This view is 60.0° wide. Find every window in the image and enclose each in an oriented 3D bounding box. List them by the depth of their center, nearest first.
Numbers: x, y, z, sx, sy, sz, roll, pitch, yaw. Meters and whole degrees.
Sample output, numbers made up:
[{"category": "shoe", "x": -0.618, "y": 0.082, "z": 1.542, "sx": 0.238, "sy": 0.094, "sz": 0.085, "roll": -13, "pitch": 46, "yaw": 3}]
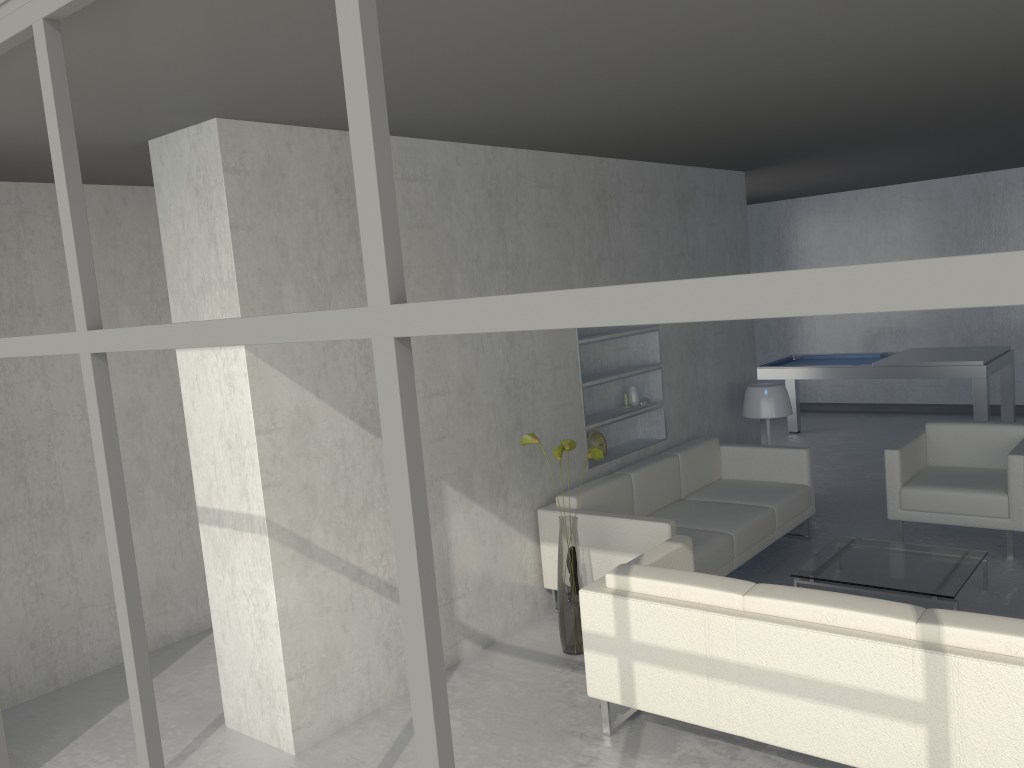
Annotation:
[{"category": "window", "x": -0.910, "y": 0.406, "z": 2.040, "sx": 4.080, "sy": 2.477, "sz": 0.037, "roll": 0, "pitch": 8, "yaw": 39}]

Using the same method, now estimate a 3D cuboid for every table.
[{"category": "table", "x": 1.964, "y": 1.019, "z": 4.597, "sx": 0.773, "sy": 0.190, "sz": 0.730, "roll": 0, "pitch": 8, "yaw": 39}, {"category": "table", "x": 3.366, "y": 0.152, "z": 8.219, "sx": 2.095, "sy": 0.835, "sz": 1.180, "roll": 0, "pitch": 8, "yaw": 39}]

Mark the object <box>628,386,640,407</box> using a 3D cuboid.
[{"category": "object", "x": 0.791, "y": 0.079, "z": 5.780, "sx": 0.079, "sy": 0.130, "sz": 0.079, "roll": -1, "pitch": 8, "yaw": 37}]

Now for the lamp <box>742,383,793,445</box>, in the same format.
[{"category": "lamp", "x": 1.833, "y": 0.295, "z": 6.347, "sx": 0.347, "sy": 0.582, "sz": 0.347, "roll": -4, "pitch": 6, "yaw": 8}]

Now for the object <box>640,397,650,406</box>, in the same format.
[{"category": "object", "x": 0.867, "y": 0.112, "z": 5.784, "sx": 0.064, "sy": 0.050, "sz": 0.064, "roll": 1, "pitch": 9, "yaw": 45}]

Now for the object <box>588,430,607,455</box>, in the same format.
[{"category": "object", "x": 0.536, "y": 0.368, "z": 5.433, "sx": 0.088, "sy": 0.179, "sz": 0.163, "roll": -2, "pitch": 7, "yaw": 29}]

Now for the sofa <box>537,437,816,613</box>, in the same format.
[{"category": "sofa", "x": 1.059, "y": 0.796, "z": 5.237, "sx": 0.821, "sy": 0.658, "sz": 1.881, "roll": 0, "pitch": 8, "yaw": 39}]

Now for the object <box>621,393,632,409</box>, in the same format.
[{"category": "object", "x": 0.736, "y": 0.109, "z": 5.721, "sx": 0.074, "sy": 0.094, "sz": 0.074, "roll": -5, "pitch": 6, "yaw": 3}]

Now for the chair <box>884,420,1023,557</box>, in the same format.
[{"category": "chair", "x": 2.821, "y": 0.605, "z": 5.492, "sx": 0.748, "sy": 0.662, "sz": 0.821, "roll": 0, "pitch": 8, "yaw": 39}]

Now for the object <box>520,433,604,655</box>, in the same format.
[{"category": "object", "x": 0.333, "y": 0.756, "z": 4.420, "sx": 0.400, "sy": 1.051, "sz": 0.387, "roll": -8, "pitch": 7, "yaw": -23}]

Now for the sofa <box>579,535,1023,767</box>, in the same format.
[{"category": "sofa", "x": 1.264, "y": 0.998, "z": 3.201, "sx": 1.881, "sy": 0.658, "sz": 0.821, "roll": 0, "pitch": 8, "yaw": 39}]
